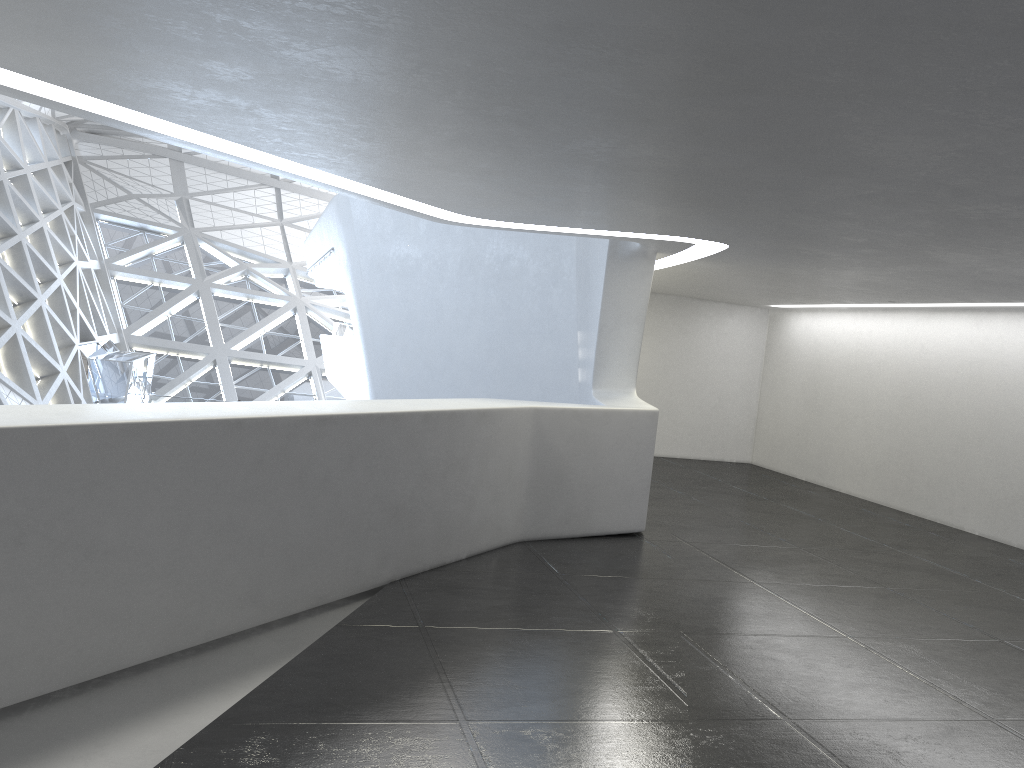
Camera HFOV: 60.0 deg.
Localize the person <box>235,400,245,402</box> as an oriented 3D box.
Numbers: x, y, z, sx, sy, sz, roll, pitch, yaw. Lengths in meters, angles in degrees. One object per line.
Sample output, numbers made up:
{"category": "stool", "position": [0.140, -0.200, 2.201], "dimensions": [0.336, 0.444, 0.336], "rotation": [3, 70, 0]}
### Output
{"category": "person", "position": [-12.487, 1.524, 39.984], "dimensions": [0.710, 1.613, 0.001], "rotation": [7, 3, 10]}
